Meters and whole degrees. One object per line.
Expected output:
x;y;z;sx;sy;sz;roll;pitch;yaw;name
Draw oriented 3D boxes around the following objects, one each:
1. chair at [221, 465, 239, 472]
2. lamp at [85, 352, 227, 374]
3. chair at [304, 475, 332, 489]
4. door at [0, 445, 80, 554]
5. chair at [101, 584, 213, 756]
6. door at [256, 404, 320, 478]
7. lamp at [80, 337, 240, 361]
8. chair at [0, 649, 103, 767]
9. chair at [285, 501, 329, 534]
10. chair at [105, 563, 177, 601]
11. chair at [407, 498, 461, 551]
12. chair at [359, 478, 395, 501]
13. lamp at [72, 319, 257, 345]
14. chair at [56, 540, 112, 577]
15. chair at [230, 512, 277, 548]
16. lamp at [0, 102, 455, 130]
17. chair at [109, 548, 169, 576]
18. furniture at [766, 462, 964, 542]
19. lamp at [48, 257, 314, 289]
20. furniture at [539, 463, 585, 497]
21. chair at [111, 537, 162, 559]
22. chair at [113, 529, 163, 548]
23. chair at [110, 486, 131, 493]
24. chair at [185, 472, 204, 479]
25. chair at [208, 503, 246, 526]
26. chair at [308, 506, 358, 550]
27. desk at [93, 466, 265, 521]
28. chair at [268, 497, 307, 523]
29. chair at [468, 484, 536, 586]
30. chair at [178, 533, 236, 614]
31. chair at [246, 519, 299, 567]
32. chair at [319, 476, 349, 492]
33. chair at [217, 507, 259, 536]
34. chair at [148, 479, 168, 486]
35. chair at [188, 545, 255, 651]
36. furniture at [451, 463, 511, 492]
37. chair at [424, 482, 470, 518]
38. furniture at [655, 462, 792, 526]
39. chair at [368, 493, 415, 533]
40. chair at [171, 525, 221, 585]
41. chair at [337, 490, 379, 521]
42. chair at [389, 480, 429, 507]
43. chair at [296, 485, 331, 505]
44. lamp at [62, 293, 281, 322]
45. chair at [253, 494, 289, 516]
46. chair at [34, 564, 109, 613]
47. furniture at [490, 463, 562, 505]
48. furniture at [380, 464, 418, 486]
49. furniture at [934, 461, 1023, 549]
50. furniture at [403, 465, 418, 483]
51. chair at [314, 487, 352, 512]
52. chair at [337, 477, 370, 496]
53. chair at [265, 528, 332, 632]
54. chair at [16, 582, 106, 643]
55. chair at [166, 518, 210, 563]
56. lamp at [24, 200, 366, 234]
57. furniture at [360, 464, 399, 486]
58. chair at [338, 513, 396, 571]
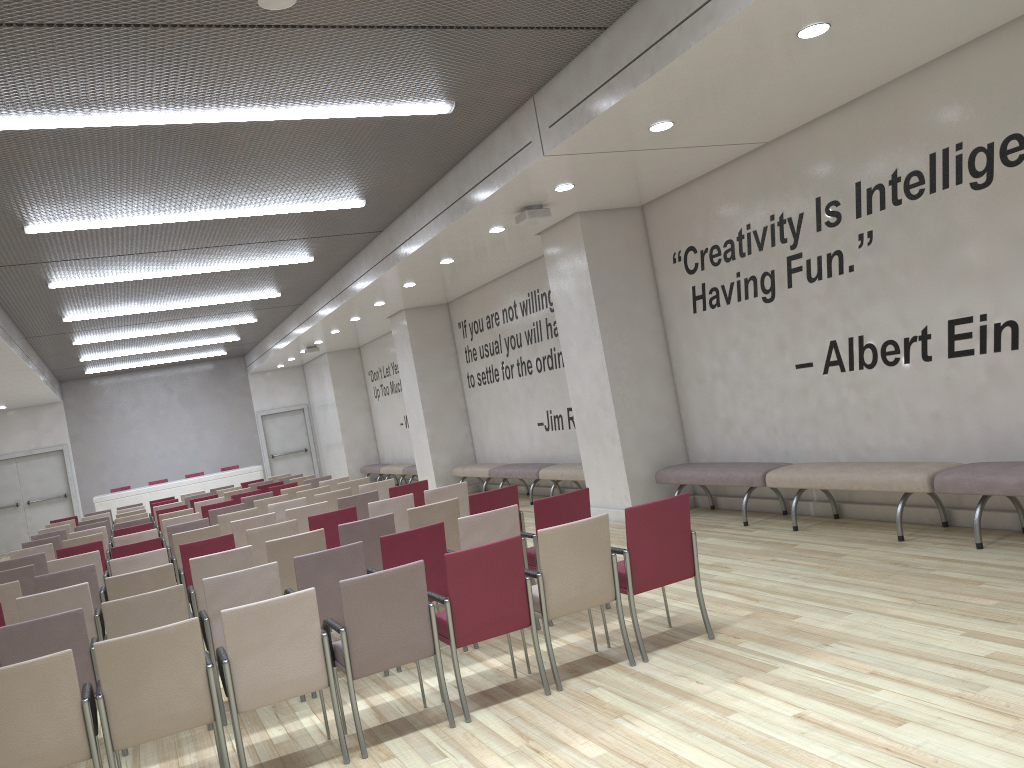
-6.986;2.512;22.285;0.513;0.890;0.640;-10;-1;-25;chair
-8.794;-0.523;22.031;3.303;0.045;0.198;-10;-1;-24;lamp
-3.137;1.952;14.377;0.513;0.890;0.640;-10;-1;-25;chair
-12.192;2.918;22.097;2.373;2.400;0.200;-10;-1;-24;door
-2.170;1.672;5.394;0.513;0.890;0.640;-10;-1;-23;chair
-6.236;1.868;24.798;1.400;2.400;0.200;-10;-1;-24;door
-7.654;-0.760;19.427;3.303;0.045;0.198;-10;-1;-24;lamp
-2.168;1.656;4.050;0.513;0.890;0.640;-10;-1;-25;chair
-2.161;1.717;9.431;0.513;0.890;0.640;-10;-1;-24;chair
-2.660;1.774;6.512;0.513;0.890;0.640;-10;-1;-23;chair
-0.679;1.425;7.420;0.513;0.890;0.640;-10;-1;-25;chair
-1.674;1.647;11.003;0.513;0.890;0.640;-10;-1;-23;chair
-6.533;-0.993;16.865;3.303;0.045;0.198;-10;-1;-24;lamp
-4.630;2.168;9.667;0.513;0.890;0.640;-10;-1;-25;chair
-2.651;1.804;9.221;0.513;0.890;0.640;-10;-1;-24;chair
-1.972;-1.943;6.443;3.303;0.045;0.198;-10;-1;-24;lamp
-3.150;1.876;7.650;0.513;0.890;0.640;-10;-1;-24;chair
2.925;0.942;7.433;0.530;0.550;1.833;-10;-1;-24;furniture
-4.254;-1.468;11.658;3.303;0.045;0.198;-10;-1;-24;lamp
0.973;1.348;11.894;0.530;0.550;1.833;-10;-1;-24;furniture
-3.640;1.978;8.753;0.513;0.890;0.640;-10;-1;-24;chair
-4.132;2.081;9.897;0.513;0.890;0.640;-10;-1;-24;chair
-9.301;2.920;21.235;0.513;0.890;0.640;-10;-1;-25;chair
-7.758;2.648;21.935;0.513;0.890;0.640;-10;-1;-25;chair
-3.637;2.009;11.454;0.513;0.890;0.640;-10;-1;-23;chair
-1.673;1.616;8.313;0.513;0.890;0.640;-10;-1;-24;chair
-7.702;2.777;20.737;3.651;1.042;1.456;-10;-1;-24;desk
-2.647;1.819;10.565;0.513;0.890;0.640;-10;-1;-23;chair
-0.192;1.339;7.635;0.513;0.890;0.640;-10;-1;-24;chair
-2.654;1.789;7.867;0.513;0.890;0.640;-10;-1;-23;chair
-2.158;1.701;8.086;0.513;0.890;0.640;-10;-1;-24;chair
-2.648;1.850;13.251;0.513;0.890;0.640;-10;-1;-25;chair
-3.154;1.908;10.325;0.513;0.890;0.640;-10;-1;-24;chair
-8.529;2.784;21.585;0.513;0.890;0.640;-10;-1;-25;chair
-2.157;1.685;6.734;0.513;0.890;0.640;-10;-1;-23;chair
-0.511;1.657;15.284;0.530;0.550;1.833;-10;-1;-24;furniture
-0.676;1.440;8.762;0.513;0.890;0.640;-10;-1;-25;chair
2.182;1.097;9.129;0.530;0.550;1.833;-10;-1;-24;furniture
-1.173;1.528;8.541;0.513;0.890;0.640;-10;-1;-25;chair
-3.150;1.892;8.983;0.513;0.890;0.640;-10;-1;-25;chair
-1.670;1.631;9.666;0.513;0.890;0.640;-10;-1;-23;chair
-1.161;1.541;9.878;0.513;0.890;0.640;-10;-1;-24;chair
-2.650;1.835;11.897;0.513;0.890;0.640;-10;-1;-25;chair
-5.381;-1.233;14.234;3.303;0.045;0.198;-10;-1;-24;lamp
-3.146;1.923;11.689;0.513;0.890;0.640;-10;-1;-25;chair
-3.648;1.964;7.420;0.513;0.890;0.640;-10;-1;-24;chair
0.232;1.503;13.587;0.530;0.550;1.833;-10;-1;-24;furniture
-2.456;2.062;19.729;0.530;0.550;1.833;-10;-1;-24;furniture
3.666;0.788;5.739;0.530;0.550;1.833;-10;-1;-24;furniture
-1.715;1.908;18.035;0.530;0.550;1.833;-10;-1;-24;furniture
-2.162;1.733;10.786;0.513;0.890;0.640;-10;-1;-24;chair
-2.161;1.749;12.137;0.513;0.890;0.640;-10;-1;-24;chair
-1.680;1.601;6.962;0.513;0.890;0.640;-10;-1;-25;chair
-3.161;1.862;6.289;0.513;0.890;0.640;-10;-1;-24;chair
-3.638;1.993;10.102;0.513;0.890;0.640;-10;-1;-24;chair
-3.110;-1.706;9.044;3.303;0.045;0.198;-10;-1;-24;lamp
-3.198;2.216;21.425;0.530;0.550;1.833;-10;-1;-24;furniture
-1.173;1.512;7.182;0.513;0.890;0.640;-10;-1;-23;chair
